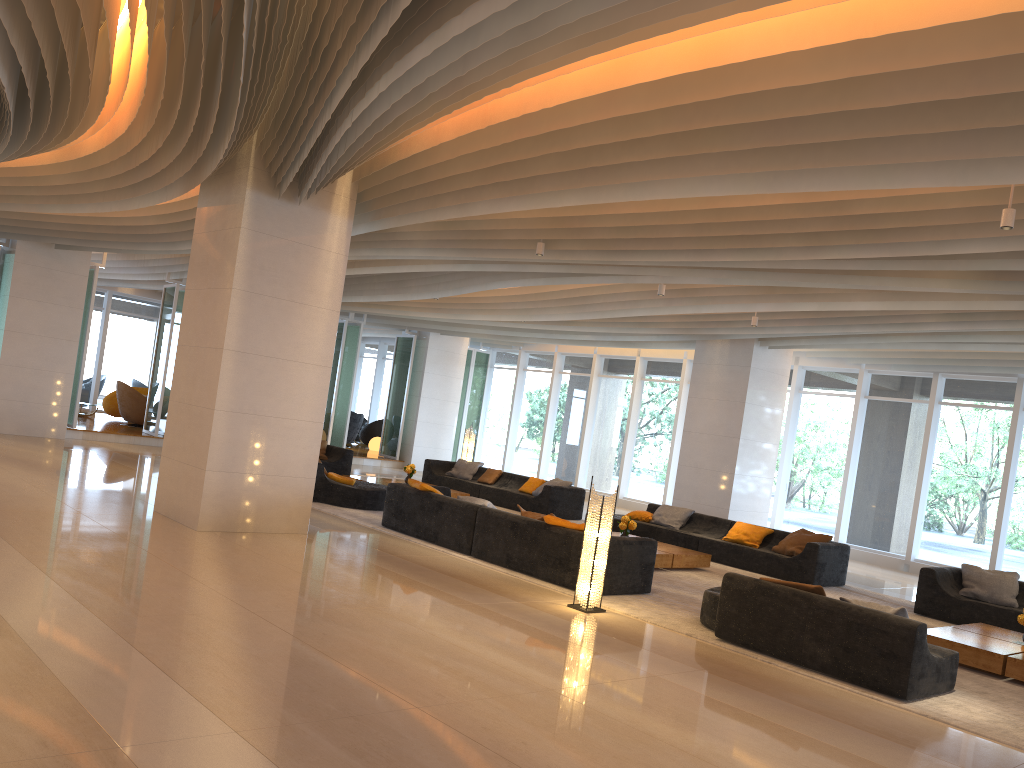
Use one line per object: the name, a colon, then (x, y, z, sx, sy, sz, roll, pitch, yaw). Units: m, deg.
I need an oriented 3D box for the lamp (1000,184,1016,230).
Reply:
lamp: (3.730, -1.883, 6.486, 0.089, 1.506, 0.089, 8, 0, 3)

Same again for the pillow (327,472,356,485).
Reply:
pillow: (-2.527, 1.401, 13.148, 0.413, 0.136, 0.414, 9, -2, -8)

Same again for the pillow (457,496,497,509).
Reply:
pillow: (-0.367, 1.542, 10.460, 0.429, 0.377, 0.574, 9, -2, -40)

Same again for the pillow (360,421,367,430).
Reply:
pillow: (-4.871, 1.303, 28.443, 0.509, 0.409, 0.459, 9, -1, -15)

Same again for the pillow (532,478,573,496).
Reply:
pillow: (0.720, 1.888, 16.060, 0.555, 0.377, 0.630, 9, -2, -20)

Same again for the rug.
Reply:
rug: (1.265, 2.282, 11.936, 5.632, 0.022, 15.878, 11, -3, -42)

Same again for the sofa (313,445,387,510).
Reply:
sofa: (-3.096, 1.437, 15.058, 2.886, 0.653, 4.981, 11, -3, -42)

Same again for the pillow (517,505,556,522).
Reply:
pillow: (0.315, 1.571, 9.700, 0.453, 0.410, 0.589, 9, -2, -40)

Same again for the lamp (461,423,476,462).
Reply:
lamp: (-0.962, 1.539, 19.076, 0.255, 1.451, 0.245, 8, 1, -42)

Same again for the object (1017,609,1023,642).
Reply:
object: (4.796, 2.226, 8.184, 0.271, 0.377, 0.231, 9, -1, -40)

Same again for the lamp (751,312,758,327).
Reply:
lamp: (3.689, -1.600, 13.106, 0.087, 1.506, 0.091, 9, 1, 39)

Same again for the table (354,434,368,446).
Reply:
table: (-4.496, 1.759, 27.507, 1.102, 0.318, 0.802, 10, -3, -35)

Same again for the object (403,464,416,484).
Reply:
object: (-1.810, 1.574, 15.664, 0.238, 0.377, 0.264, 8, 0, -10)

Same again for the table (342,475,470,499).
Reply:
table: (-1.862, 1.859, 15.463, 1.635, 0.220, 1.567, 11, -3, -42)

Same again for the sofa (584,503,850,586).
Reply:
sofa: (2.823, 2.270, 13.205, 1.381, 0.582, 4.056, 10, -3, -43)

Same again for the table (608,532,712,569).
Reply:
table: (1.491, 2.191, 11.698, 1.635, 0.220, 1.567, 11, -3, -42)

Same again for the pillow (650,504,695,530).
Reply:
pillow: (2.483, 2.118, 13.942, 0.471, 0.416, 0.651, 9, -2, -42)

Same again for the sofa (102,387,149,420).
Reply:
sofa: (-9.174, 0.565, 22.811, 1.087, 0.901, 2.616, 7, -2, 38)

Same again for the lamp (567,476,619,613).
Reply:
lamp: (0.757, 1.436, 7.978, 0.255, 1.198, 0.245, 8, 1, -42)

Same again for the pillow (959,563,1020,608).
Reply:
pillow: (5.657, 2.378, 10.516, 0.628, 0.377, 0.557, 8, -2, 26)

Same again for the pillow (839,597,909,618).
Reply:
pillow: (2.861, 1.833, 6.866, 0.467, 0.345, 0.552, 10, -2, -43)

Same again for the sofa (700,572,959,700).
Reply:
sofa: (2.579, 1.987, 7.499, 1.384, 0.576, 2.205, 10, -3, -42)

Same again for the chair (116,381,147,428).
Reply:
chair: (-8.651, 0.497, 20.680, 1.159, 1.005, 1.488, 9, -2, -34)

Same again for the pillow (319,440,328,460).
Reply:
pillow: (-3.894, 1.255, 17.227, 0.647, 0.378, 0.540, 9, -2, -20)

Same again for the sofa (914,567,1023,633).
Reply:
sofa: (6.459, 2.639, 9.332, 1.365, 0.582, 4.100, 10, -3, -35)

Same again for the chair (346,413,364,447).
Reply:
chair: (-4.890, 1.256, 25.279, 1.120, 1.005, 1.540, 8, -2, 21)

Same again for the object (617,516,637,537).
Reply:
object: (1.484, 1.881, 11.517, 0.239, 0.377, 0.262, 9, 0, -20)

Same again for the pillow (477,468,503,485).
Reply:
pillow: (-0.428, 1.802, 17.320, 0.329, 0.312, 0.399, 9, -2, -44)

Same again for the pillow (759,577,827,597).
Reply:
pillow: (2.364, 1.783, 7.260, 0.406, 0.392, 0.592, 9, -2, -39)

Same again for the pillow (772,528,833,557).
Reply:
pillow: (4.032, 2.217, 12.341, 0.555, 0.377, 0.630, 9, -2, -20)

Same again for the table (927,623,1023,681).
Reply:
table: (4.752, 2.515, 8.037, 1.635, 0.220, 1.567, 11, -3, -42)

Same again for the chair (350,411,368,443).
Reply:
chair: (-5.170, 1.343, 28.222, 1.546, 1.005, 1.116, 9, -1, -29)

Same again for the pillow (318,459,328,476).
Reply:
pillow: (-2.891, 1.245, 13.213, 0.335, 0.311, 0.415, 9, -2, -40)

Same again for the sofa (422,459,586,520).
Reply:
sofa: (-0.249, 1.976, 16.912, 0.962, 0.582, 3.697, 10, -3, -42)

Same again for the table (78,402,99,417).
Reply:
table: (-10.484, 0.597, 21.246, 1.102, 0.318, 0.802, 10, -3, -35)

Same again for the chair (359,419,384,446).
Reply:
chair: (-3.851, 1.473, 26.722, 1.550, 1.005, 1.112, 10, -2, -39)

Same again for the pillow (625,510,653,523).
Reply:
pillow: (2.057, 2.124, 14.251, 0.444, 0.193, 0.592, 8, -2, 13)

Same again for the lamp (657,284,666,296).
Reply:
lamp: (2.060, -1.907, 11.617, 0.088, 1.506, 0.090, 9, 1, 21)

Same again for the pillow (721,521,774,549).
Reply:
pillow: (3.405, 2.228, 12.908, 0.460, 0.394, 0.624, 10, -2, -42)

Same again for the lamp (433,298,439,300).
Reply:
lamp: (-1.219, -2.224, 15.466, 0.089, 1.506, 0.089, 8, 0, 3)

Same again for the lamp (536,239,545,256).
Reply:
lamp: (0.425, -2.215, 10.111, 0.087, 1.506, 0.091, 9, 1, 39)

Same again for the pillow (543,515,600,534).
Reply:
pillow: (0.681, 1.582, 9.181, 0.628, 0.377, 0.557, 8, -2, 26)

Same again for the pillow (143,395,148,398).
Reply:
pillow: (-8.447, 0.393, 20.417, 0.609, 0.454, 0.481, 8, -1, 29)

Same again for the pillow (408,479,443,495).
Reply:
pillow: (-0.998, 1.415, 11.066, 0.555, 0.377, 0.630, 9, -2, -20)

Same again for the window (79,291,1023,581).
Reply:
window: (3.375, 0.925, 16.293, 53.951, 3.221, 22.368, 8, -2, 13)

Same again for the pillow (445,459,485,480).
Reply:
pillow: (-0.959, 1.722, 17.945, 0.628, 0.377, 0.557, 8, -2, 26)

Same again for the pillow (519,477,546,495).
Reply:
pillow: (0.370, 1.881, 16.424, 0.329, 0.312, 0.399, 9, -2, -40)

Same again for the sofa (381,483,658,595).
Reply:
sofa: (-0.085, 1.707, 10.218, 0.962, 0.582, 3.697, 10, -3, -42)
